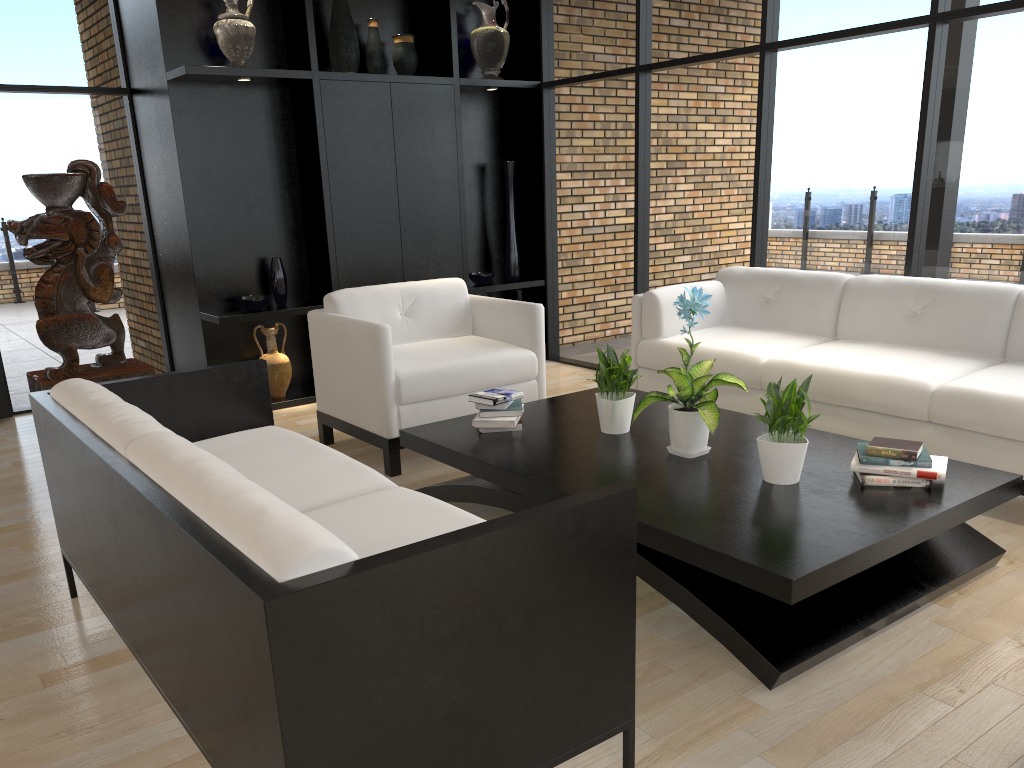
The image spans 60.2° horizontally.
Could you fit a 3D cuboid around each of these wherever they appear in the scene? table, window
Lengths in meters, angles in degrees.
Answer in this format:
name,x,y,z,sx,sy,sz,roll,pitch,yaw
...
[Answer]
name,x,y,z,sx,sy,sz,roll,pitch,yaw
table,0.628,0.426,3.473,1.251,0.360,2.003,-12,16,-36
window,-4.229,-1.780,3.689,15.752,4.910,9.966,9,17,39

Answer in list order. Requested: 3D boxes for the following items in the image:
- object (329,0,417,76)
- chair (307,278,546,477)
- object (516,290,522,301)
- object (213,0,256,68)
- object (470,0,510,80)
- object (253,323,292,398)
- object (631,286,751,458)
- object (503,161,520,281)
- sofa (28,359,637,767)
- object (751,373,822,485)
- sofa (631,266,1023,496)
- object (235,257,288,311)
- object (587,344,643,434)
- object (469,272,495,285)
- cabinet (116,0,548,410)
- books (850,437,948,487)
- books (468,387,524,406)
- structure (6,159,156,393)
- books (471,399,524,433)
name,x,y,z,sx,sy,sz,roll,pitch,yaw
object,-0.918,-2.281,5.783,0.612,0.524,0.204,-12,19,-34
chair,-0.446,-0.096,4.786,0.991,0.878,0.842,-13,18,-35
object,0.064,-0.477,6.990,0.109,0.532,0.107,3,18,17
object,-1.655,-2.152,5.249,0.245,0.558,0.238,0,17,8
object,-0.158,-2.466,6.286,0.285,0.608,0.277,2,17,14
object,-1.585,-0.155,5.866,0.222,0.507,0.217,-5,17,-9
object,0.652,-0.042,3.263,0.369,0.647,0.347,-7,17,-16
object,-0.005,-1.237,6.746,0.113,0.905,0.111,-10,19,-23
sofa,-0.649,0.458,2.492,0.829,0.824,2.003,-13,17,-35
object,0.923,0.149,2.992,0.213,0.379,0.279,8,19,31
sofa,1.791,-0.043,4.191,0.846,0.877,2.657,-13,17,-36
object,-1.611,-0.645,5.709,0.369,0.321,0.210,-13,19,-36
object,0.426,0.019,3.648,0.214,0.379,0.277,3,16,16
object,-0.231,-0.801,6.712,0.210,0.083,0.210,-13,17,-38
cabinet,-1.109,-1.418,6.364,2.636,2.812,1.166,-12,20,-33
books,1.310,0.262,2.983,0.307,0.129,0.218,3,15,21
books,-0.069,0.054,3.773,0.153,0.027,0.182,10,18,43
structure,-2.716,-0.574,5.564,0.723,1.635,0.509,-14,21,-34
books,-0.061,0.125,3.812,0.223,0.129,0.300,-1,13,2
